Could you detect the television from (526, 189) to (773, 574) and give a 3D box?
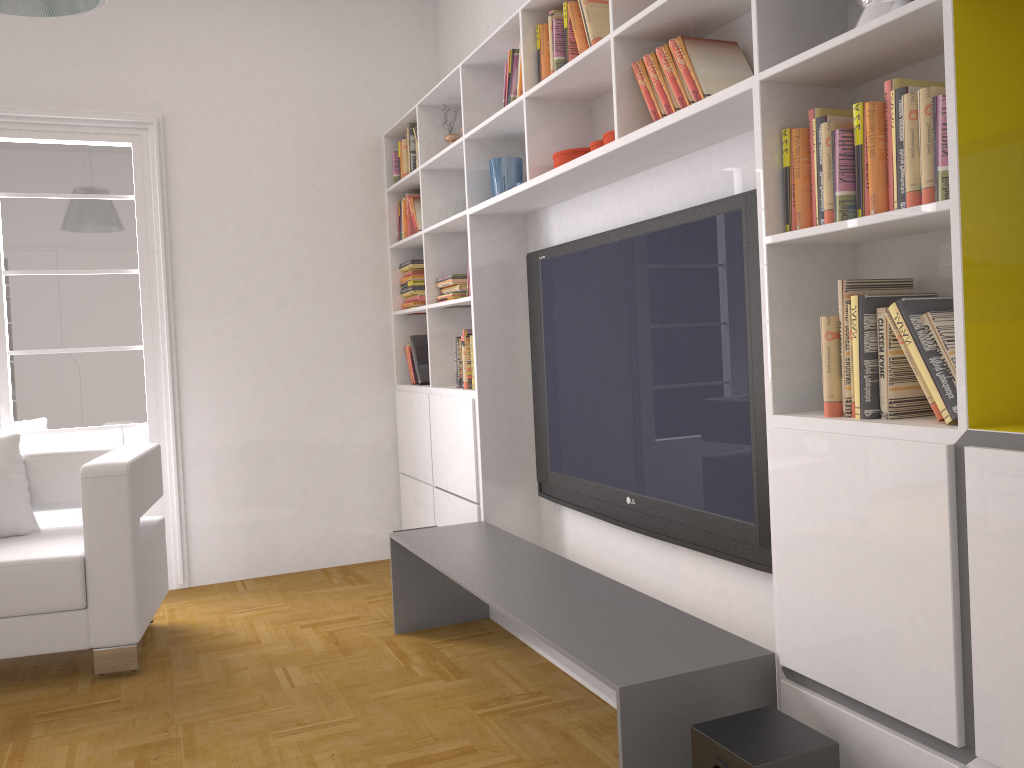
[{"bbox_3d":[0.443,-0.016,3.162,0.082,1.087,1.660,-3,2,-23],"label":"television"}]

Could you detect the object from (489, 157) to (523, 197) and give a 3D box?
[{"bbox_3d":[-0.022,-0.881,3.878,0.147,0.192,0.147,-4,2,-34],"label":"object"}]

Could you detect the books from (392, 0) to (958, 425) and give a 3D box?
[{"bbox_3d":[0.169,-0.685,3.464,0.235,1.454,3.863,-3,2,-23],"label":"books"}]

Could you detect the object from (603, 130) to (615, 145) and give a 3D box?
[{"bbox_3d":[0.389,-0.790,2.898,0.183,0.054,0.182,-4,3,-26],"label":"object"}]

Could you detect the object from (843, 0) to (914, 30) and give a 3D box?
[{"bbox_3d":[0.813,-0.856,1.924,0.257,0.239,0.256,-3,2,-15],"label":"object"}]

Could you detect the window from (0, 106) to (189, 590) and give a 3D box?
[{"bbox_3d":[-3.359,-0.068,4.141,3.351,2.527,0.195,-4,2,-23],"label":"window"}]

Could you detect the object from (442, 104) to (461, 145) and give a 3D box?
[{"bbox_3d":[-0.264,-1.268,4.490,0.179,0.279,0.120,-3,2,-17],"label":"object"}]

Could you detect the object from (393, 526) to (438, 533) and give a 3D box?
[{"bbox_3d":[-0.402,0.865,4.009,0.217,0.391,0.211,-3,2,-23],"label":"object"}]

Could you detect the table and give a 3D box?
[{"bbox_3d":[0.067,0.865,2.989,0.437,0.434,1.973,-4,3,-23],"label":"table"}]

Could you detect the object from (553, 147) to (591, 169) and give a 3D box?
[{"bbox_3d":[0.256,-0.809,3.259,0.210,0.073,0.211,-1,3,42],"label":"object"}]

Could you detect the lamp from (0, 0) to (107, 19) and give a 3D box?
[{"bbox_3d":[-1.386,-1.704,2.403,0.465,1.249,0.464,-3,2,-24],"label":"lamp"}]

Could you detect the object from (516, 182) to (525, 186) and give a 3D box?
[{"bbox_3d":[0.055,-0.809,3.705,0.078,0.056,0.078,-3,2,2],"label":"object"}]

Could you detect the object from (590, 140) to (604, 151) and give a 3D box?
[{"bbox_3d":[0.336,-0.798,3.072,0.129,0.073,0.128,-4,2,-26],"label":"object"}]

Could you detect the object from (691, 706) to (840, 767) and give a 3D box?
[{"bbox_3d":[0.522,0.915,1.828,0.217,0.391,0.211,-3,2,-23],"label":"object"}]

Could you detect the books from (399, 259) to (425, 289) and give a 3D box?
[{"bbox_3d":[-0.517,-0.635,5.132,0.207,0.153,0.252,-4,2,-23],"label":"books"}]

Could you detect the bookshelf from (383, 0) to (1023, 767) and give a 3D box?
[{"bbox_3d":[0.514,-0.173,2.805,0.389,2.478,5.366,-3,2,-23],"label":"bookshelf"}]

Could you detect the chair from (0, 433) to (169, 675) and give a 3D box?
[{"bbox_3d":[-2.080,0.676,3.680,1.096,0.911,0.801,-3,2,-13],"label":"chair"}]

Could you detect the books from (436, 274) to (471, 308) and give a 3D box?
[{"bbox_3d":[-0.243,-0.472,4.505,0.207,0.153,0.284,-4,2,-23],"label":"books"}]

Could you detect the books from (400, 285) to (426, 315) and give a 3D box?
[{"bbox_3d":[-0.504,-0.486,5.121,0.207,0.153,0.284,-4,2,-23],"label":"books"}]

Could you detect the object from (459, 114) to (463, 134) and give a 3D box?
[{"bbox_3d":[-0.202,-1.257,4.387,0.119,0.260,0.179,-3,2,-2],"label":"object"}]
